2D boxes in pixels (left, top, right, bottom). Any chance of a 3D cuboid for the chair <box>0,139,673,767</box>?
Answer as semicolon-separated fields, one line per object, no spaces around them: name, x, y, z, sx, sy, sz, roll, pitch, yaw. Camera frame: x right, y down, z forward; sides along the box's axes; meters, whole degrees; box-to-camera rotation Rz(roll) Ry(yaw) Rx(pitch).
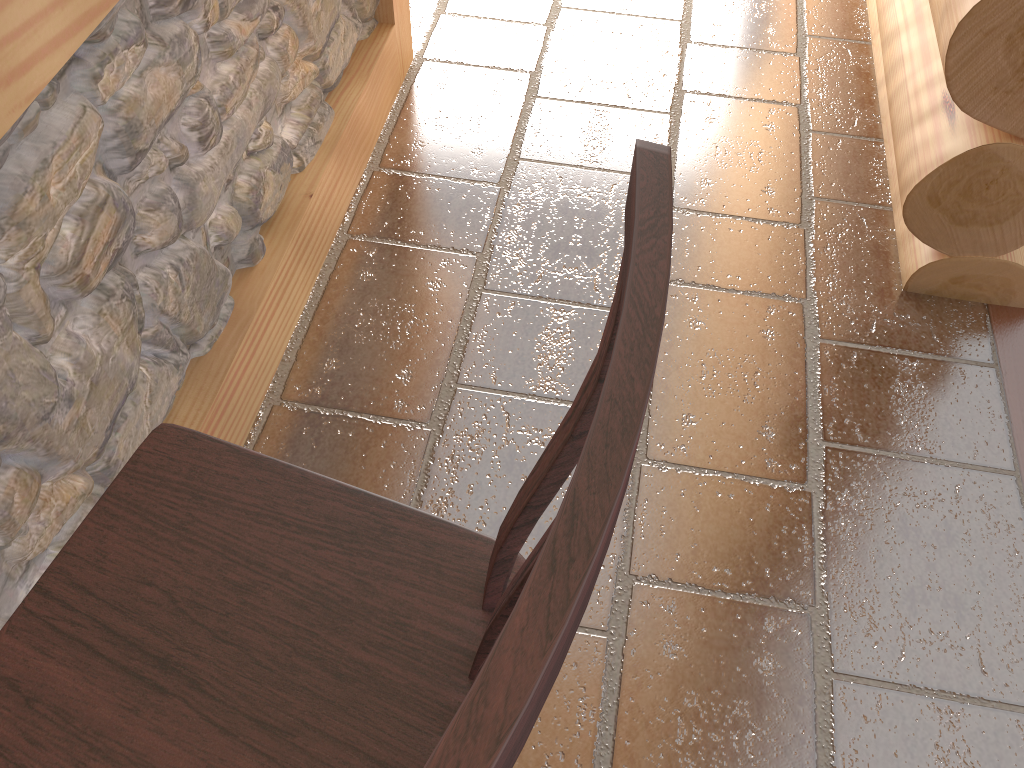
chair;-0.208;0.367;0.902;0.504;1.319;0.406;17;54;11

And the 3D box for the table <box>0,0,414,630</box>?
table;-0.970;-0.495;1.581;1.196;1.257;3.220;9;53;5
